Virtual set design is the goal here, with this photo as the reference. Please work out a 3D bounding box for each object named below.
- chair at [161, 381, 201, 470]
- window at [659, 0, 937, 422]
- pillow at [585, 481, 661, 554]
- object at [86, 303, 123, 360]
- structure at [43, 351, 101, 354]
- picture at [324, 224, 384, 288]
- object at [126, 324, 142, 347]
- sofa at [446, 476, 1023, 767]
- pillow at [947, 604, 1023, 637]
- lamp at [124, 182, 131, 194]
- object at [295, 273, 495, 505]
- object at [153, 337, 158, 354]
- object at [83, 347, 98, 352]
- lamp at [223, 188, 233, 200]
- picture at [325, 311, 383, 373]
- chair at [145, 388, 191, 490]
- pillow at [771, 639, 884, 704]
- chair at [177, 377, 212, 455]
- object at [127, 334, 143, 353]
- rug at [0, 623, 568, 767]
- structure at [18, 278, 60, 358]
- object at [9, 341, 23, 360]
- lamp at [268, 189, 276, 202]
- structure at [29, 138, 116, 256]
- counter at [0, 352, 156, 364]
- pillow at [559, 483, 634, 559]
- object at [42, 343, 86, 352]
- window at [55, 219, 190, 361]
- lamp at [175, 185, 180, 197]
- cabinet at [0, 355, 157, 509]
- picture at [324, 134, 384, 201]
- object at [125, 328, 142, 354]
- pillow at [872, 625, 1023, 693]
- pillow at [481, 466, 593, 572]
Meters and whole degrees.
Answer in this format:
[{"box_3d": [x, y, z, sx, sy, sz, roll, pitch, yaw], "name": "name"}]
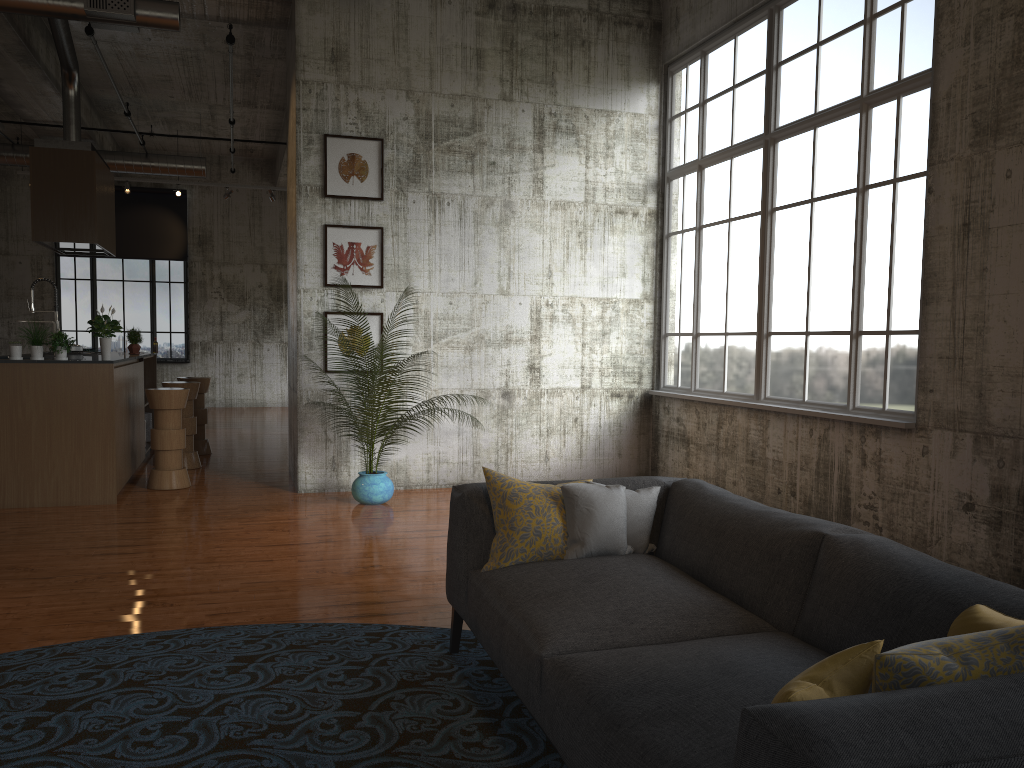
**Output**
[{"box_3d": [-3.721, 0.462, 9.982, 0.409, 0.965, 0.410, -3, 5, -38], "name": "chair"}, {"box_3d": [2.169, -1.506, 7.501, 0.050, 3.443, 3.843, -1, 4, -17], "name": "window"}, {"box_3d": [0.481, 0.589, 3.879, 0.434, 0.319, 0.168, 0, 4, -18], "name": "pillow"}, {"box_3d": [-3.573, -0.456, 7.786, 0.268, 0.503, 0.303, 3, 4, 25], "name": "object"}, {"box_3d": [-5.297, -0.381, 10.737, 0.678, 0.019, 1.094, 0, 3, -17], "name": "structure"}, {"box_3d": [-1.500, -1.210, 8.426, 0.555, 0.581, 0.036, 0, 5, -17], "name": "picture"}, {"box_3d": [-4.723, -0.566, 11.107, 0.196, 0.368, 0.186, 3, 5, 23], "name": "object"}, {"box_3d": [0.711, 0.921, 2.922, 1.362, 0.863, 2.997, 0, 3, -16], "name": "sofa"}, {"box_3d": [1.136, 0.696, 2.103, 0.228, 0.372, 0.404, 0, 4, -8], "name": "pillow"}, {"box_3d": [-7.007, -3.566, 16.144, 0.102, 0.241, 0.182, -1, 4, -27], "name": "lamp"}, {"box_3d": [-1.085, 0.060, 7.860, 1.888, 2.068, 1.509, 1, 4, 5], "name": "object"}, {"box_3d": [-4.550, -0.493, 11.317, 0.056, 0.209, 0.055, -1, 5, -17], "name": "object"}, {"box_3d": [-5.453, -0.439, 11.386, 0.184, 0.068, 0.391, 2, 3, 29], "name": "object"}, {"box_3d": [-5.329, -3.563, 16.613, 0.247, 0.215, 0.102, 3, 5, 33], "name": "lamp"}, {"box_3d": [-1.511, -0.397, 8.491, 0.555, 0.581, 0.036, 0, 5, -17], "name": "picture"}, {"box_3d": [-3.368, 0.528, 8.687, 0.409, 0.965, 0.410, -3, 5, -38], "name": "chair"}, {"box_3d": [0.628, 0.701, 1.854, 0.434, 0.319, 0.168, -2, 5, -43], "name": "pillow"}, {"box_3d": [-4.014, 0.400, 11.209, 0.409, 0.965, 0.410, -3, 5, -38], "name": "chair"}, {"box_3d": [-4.815, -0.536, 11.332, 0.221, 0.284, 0.210, 0, 4, -9], "name": "object"}, {"box_3d": [-0.868, 1.357, 2.182, 4.842, 0.009, 4.839, 2, 3, 29], "name": "rug"}, {"box_3d": [-4.412, -0.619, 8.274, 0.360, 0.751, 0.168, -1, 5, -17], "name": "structure"}, {"box_3d": [-4.248, -0.286, 7.585, 0.107, 0.158, 0.107, 2, 4, 18], "name": "object"}, {"box_3d": [-4.554, -3.569, 16.847, 0.102, 0.252, 0.165, 3, 5, 28], "name": "lamp"}, {"box_3d": [-5.223, -2.181, 10.620, 0.663, 1.128, 1.625, 0, 4, -17], "name": "structure"}, {"box_3d": [-4.697, -0.222, 9.582, 1.245, 0.175, 4.353, 0, 3, -17], "name": "counter"}, {"box_3d": [0.360, 0.575, 3.720, 0.364, 0.315, 0.170, -1, 4, -27], "name": "pillow"}, {"box_3d": [-5.556, -0.449, 10.831, 0.331, 0.121, 0.728, 2, 3, 18], "name": "object"}, {"box_3d": [-11.979, -2.918, 18.153, 14.317, 8.587, 2.662, 0, 4, -17], "name": "window"}, {"box_3d": [-6.174, -3.566, 16.397, 0.102, 0.211, 0.260, -1, 4, -22], "name": "lamp"}, {"box_3d": [-4.705, 0.338, 9.626, 1.245, 1.246, 4.351, 0, 3, -17], "name": "cabinet"}, {"box_3d": [-1.489, -2.039, 8.360, 0.555, 0.581, 0.036, 0, 5, -17], "name": "picture"}, {"box_3d": [-4.645, -0.526, 10.879, 0.179, 0.312, 0.172, 0, 4, -11], "name": "object"}, {"box_3d": [0.951, 0.684, 1.921, 0.537, 0.447, 0.259, 0, 4, -10], "name": "pillow"}, {"box_3d": [0.115, 0.585, 3.773, 0.537, 0.447, 0.259, 0, 4, -10], "name": "pillow"}]
